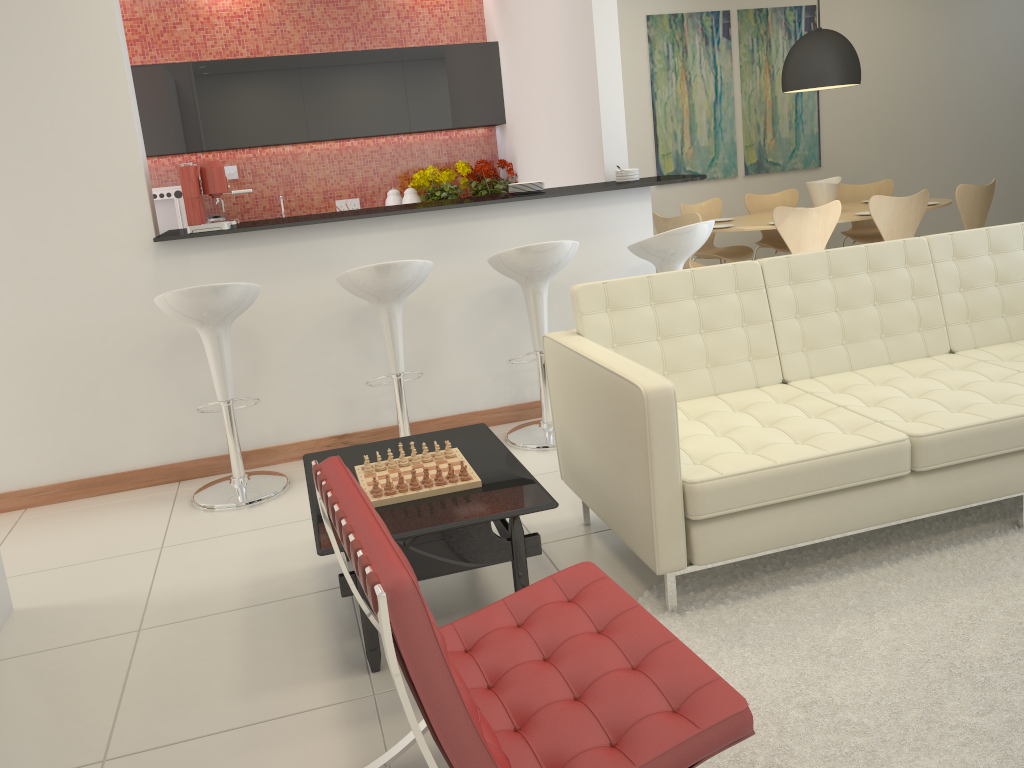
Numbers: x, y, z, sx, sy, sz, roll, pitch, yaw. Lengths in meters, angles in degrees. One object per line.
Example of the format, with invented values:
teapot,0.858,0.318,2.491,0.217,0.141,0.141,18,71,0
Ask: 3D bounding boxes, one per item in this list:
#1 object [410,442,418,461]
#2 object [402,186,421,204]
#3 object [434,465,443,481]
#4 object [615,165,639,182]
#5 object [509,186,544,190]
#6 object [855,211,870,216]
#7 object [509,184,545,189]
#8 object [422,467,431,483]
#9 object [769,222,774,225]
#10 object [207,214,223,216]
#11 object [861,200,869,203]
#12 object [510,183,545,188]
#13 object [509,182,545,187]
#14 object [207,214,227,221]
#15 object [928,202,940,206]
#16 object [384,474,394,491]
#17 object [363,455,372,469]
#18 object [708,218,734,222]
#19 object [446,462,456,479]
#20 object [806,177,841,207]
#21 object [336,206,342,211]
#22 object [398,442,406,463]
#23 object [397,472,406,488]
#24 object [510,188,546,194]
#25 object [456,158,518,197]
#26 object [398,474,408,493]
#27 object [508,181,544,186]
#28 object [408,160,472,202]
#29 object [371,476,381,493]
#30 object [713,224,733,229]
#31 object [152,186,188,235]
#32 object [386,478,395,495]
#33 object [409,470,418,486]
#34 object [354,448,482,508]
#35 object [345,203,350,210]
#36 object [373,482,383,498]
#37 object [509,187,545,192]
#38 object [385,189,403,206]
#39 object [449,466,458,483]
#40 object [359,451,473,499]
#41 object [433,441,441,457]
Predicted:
object,-0.338,0.228,3.025,0.030,0.063,0.030,-7,12,-7
object,-0.821,-1.478,7.261,0.160,0.280,0.161,3,15,36
object,-0.235,0.280,2.809,0.030,0.049,0.030,-7,12,-7
object,0.672,-1.262,5.281,0.174,0.096,0.141,-11,14,-21
object,0.087,-1.112,5.046,0.210,0.015,0.213,2,16,29
object,2.719,-1.294,6.722,0.210,0.015,0.212,3,17,31
object,0.086,-1.119,5.044,0.210,0.015,0.213,2,16,29
object,-0.273,0.287,2.799,0.030,0.049,0.030,-7,12,-7
object,2.044,-1.215,6.676,0.210,0.015,0.213,-3,15,12
object,-2.398,-1.251,7.119,0.172,0.213,0.174,-5,13,4
object,3.151,-1.589,7.701,0.211,0.015,0.211,-16,18,-35
object,0.086,-1.126,5.043,0.210,0.015,0.213,2,16,29
object,0.085,-1.133,5.042,0.210,0.015,0.213,2,16,29
object,-2.298,-1.206,6.908,0.172,0.213,0.174,-5,13,4
object,3.273,-1.424,7.015,0.211,0.015,0.212,6,19,39
object,-0.388,0.306,2.769,0.030,0.049,0.030,-7,12,-7
object,-0.491,0.263,2.988,0.030,0.043,0.030,-7,12,-7
object,1.741,-1.361,7.363,0.210,0.015,0.213,-4,14,7
object,-0.197,0.274,2.818,0.030,0.049,0.030,-7,12,-7
object,2.522,-1.521,7.158,0.271,0.277,0.264,-1,14,20
object,-1.329,-1.353,7.134,0.164,0.176,0.011,-6,11,-1
object,-0.377,0.231,3.015,0.030,0.069,0.030,-7,12,-7
object,-0.350,0.300,2.779,0.030,0.049,0.030,-7,12,-7
object,0.088,-1.099,5.048,0.210,0.015,0.213,2,16,29
object,-0.181,-1.671,7.413,0.506,0.444,0.525,-15,16,-34
object,-0.339,0.306,2.741,0.030,0.054,0.030,-7,12,-7
object,0.084,-1.139,5.040,0.210,0.015,0.213,2,16,29
object,-0.583,-1.603,7.306,0.523,0.444,0.508,-8,13,-12
object,-0.427,0.312,2.759,0.030,0.049,0.030,-7,12,-7
object,1.606,-1.216,6.850,0.210,0.015,0.213,-4,14,7
object,-2.834,-1.253,6.798,0.723,0.465,0.440,-9,13,-14
object,-0.378,0.313,2.731,0.030,0.052,0.030,-7,12,-7
object,-0.312,0.293,2.789,0.030,0.049,0.030,-7,12,-7
object,-0.316,0.301,2.895,0.361,0.021,0.364,-9,15,-14
object,-1.299,-1.371,7.189,0.140,0.193,0.009,7,17,44
object,-0.416,0.324,2.722,0.030,0.043,0.030,-7,12,-7
object,0.088,-1.106,5.047,0.210,0.015,0.213,2,16,29
object,-0.975,-1.492,7.373,0.160,0.280,0.161,3,15,36
object,-0.186,0.282,2.780,0.030,0.052,0.030,-7,12,-7
object,-0.317,0.291,2.893,0.347,0.001,0.353,-9,15,-14
object,-0.261,0.221,3.046,0.030,0.052,0.030,-11,13,-21
